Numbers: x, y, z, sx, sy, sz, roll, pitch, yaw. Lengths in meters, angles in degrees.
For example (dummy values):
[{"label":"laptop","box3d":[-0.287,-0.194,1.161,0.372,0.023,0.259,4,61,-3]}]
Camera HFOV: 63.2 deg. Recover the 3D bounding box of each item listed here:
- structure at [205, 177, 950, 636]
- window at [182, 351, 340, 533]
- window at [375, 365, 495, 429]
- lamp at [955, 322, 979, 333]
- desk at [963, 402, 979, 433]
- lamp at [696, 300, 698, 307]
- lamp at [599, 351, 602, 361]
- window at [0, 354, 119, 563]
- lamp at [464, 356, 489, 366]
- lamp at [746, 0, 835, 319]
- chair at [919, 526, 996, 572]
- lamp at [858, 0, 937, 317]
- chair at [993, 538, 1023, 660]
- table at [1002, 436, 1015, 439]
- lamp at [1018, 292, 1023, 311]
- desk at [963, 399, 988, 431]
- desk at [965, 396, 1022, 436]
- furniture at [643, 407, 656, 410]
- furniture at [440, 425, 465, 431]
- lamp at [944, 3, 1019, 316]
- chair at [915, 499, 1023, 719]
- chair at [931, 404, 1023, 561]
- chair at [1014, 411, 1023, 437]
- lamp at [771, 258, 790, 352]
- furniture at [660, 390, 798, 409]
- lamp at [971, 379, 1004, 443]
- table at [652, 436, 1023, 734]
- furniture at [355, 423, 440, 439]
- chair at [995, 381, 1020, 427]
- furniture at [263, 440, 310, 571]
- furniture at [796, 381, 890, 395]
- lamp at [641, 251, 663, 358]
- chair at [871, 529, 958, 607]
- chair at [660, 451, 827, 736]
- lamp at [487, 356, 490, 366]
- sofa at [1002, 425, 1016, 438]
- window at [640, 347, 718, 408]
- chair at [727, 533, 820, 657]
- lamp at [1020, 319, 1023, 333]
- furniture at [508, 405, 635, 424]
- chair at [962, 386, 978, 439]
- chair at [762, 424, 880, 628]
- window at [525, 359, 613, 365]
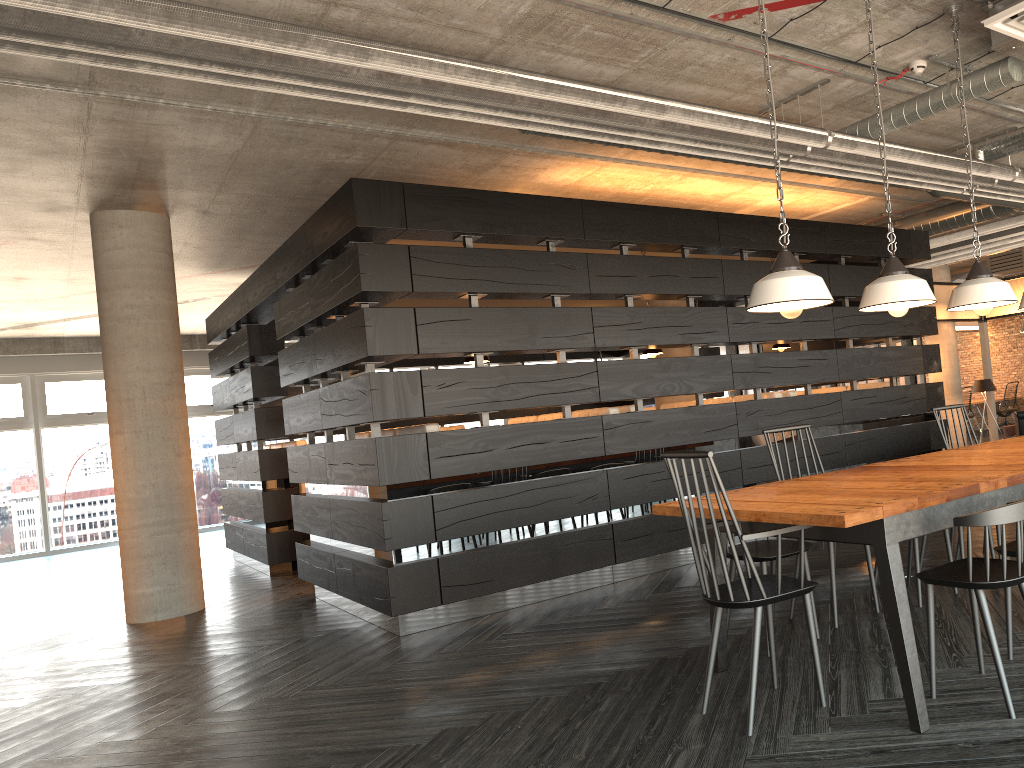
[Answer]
[{"label":"structure","box3d":[0.513,0.215,8.984,6.340,2.739,5.235,-4,-3,-32]},{"label":"window","box3d":[-4.162,0.870,13.870,2.880,2.873,0.212,-4,-1,-35]},{"label":"window","box3d":[-1.492,0.695,15.713,2.880,2.873,0.212,-4,-1,-35]},{"label":"lamp","box3d":[9.110,-1.502,17.893,3.947,0.857,0.258,-4,-2,-35]},{"label":"desk","box3d":[8.823,0.811,17.109,1.901,0.720,0.688,-4,-2,-34]},{"label":"lamp","box3d":[2.246,-1.239,10.229,0.504,1.502,0.386,-5,-1,-25]},{"label":"lamp","box3d":[1.203,-0.563,11.398,0.193,1.049,0.195,-6,-1,5]},{"label":"window","box3d":[-6.833,1.045,12.027,2.880,2.873,0.212,-4,-1,-35]},{"label":"lamp","box3d":[-0.323,-0.657,6.513,0.224,1.049,0.164,-5,-1,-40]},{"label":"lamp","box3d":[1.051,-1.128,3.379,0.357,1.736,0.375,-6,-1,9]},{"label":"chair","box3d":[2.689,0.815,5.083,0.433,0.725,0.397,-5,-1,-32]},{"label":"lamp","box3d":[1.689,-1.170,3.820,0.423,1.736,0.309,-5,-1,-44]},{"label":"chair","box3d":[2.284,0.775,3.484,0.433,0.725,0.397,-5,-1,-32]},{"label":"table","box3d":[6.811,0.873,10.918,0.825,0.371,0.604,-4,-3,-37]},{"label":"lamp","box3d":[2.964,-1.253,4.700,0.400,1.736,0.332,-5,-1,-14]},{"label":"desk","box3d":[10.051,0.773,18.789,1.901,0.720,0.688,-4,-2,-34]},{"label":"desk","box3d":[10.386,0.708,18.188,1.901,0.720,0.688,-4,-2,-34]},{"label":"furniture","box3d":[1.886,0.966,11.758,0.673,1.259,1.618,-5,-2,-30]},{"label":"furniture","box3d":[-0.981,1.154,9.779,1.239,1.259,1.617,-5,-2,-31]},{"label":"lamp","box3d":[2.327,-1.212,4.260,0.411,1.736,0.321,-5,-1,-22]},{"label":"chair","box3d":[1.782,0.803,3.147,0.433,0.737,0.381,-5,-1,-32]},{"label":"chair","box3d":[3.100,0.639,5.463,0.530,1.032,0.419,-5,-1,-33]},{"label":"chair","box3d":[6.133,0.659,9.515,0.679,0.795,1.123,-6,-2,25]},{"label":"lamp","box3d":[2.747,-0.859,8.632,0.224,1.049,0.164,-5,-1,-40]},{"label":"furniture","box3d":[2.137,0.758,8.164,1.239,1.259,1.609,-5,-2,-31]},{"label":"lamp","box3d":[7.339,0.496,12.492,0.788,1.178,0.587,-6,-1,15]},{"label":"table","box3d":[2.657,0.749,4.357,4.336,0.791,1.025,-4,-3,-34]},{"label":"furniture","box3d":[-0.705,0.945,6.202,0.688,1.259,1.610,-5,-2,-30]},{"label":"chair","box3d":[10.567,0.502,17.885,0.800,1.062,0.599,-5,-1,-33]},{"label":"furniture","box3d":[-2.229,1.235,8.918,0.673,1.259,1.618,-5,-2,-30]},{"label":"furniture","box3d":[3.398,0.676,9.034,0.686,1.259,1.610,-5,-2,-30]},{"label":"lamp","box3d":[1.238,-0.760,7.590,0.220,1.049,0.168,-5,-1,-25]},{"label":"chair","box3d":[2.247,0.835,4.696,0.433,0.737,0.381,-5,-1,-32]},{"label":"chair","box3d":[0.916,0.745,3.211,0.562,1.032,0.396,-5,-1,-28]},{"label":"lamp","box3d":[-0.306,-0.464,10.357,0.178,1.049,0.210,-6,-1,21]},{"label":"sofa","box3d":[7.684,0.686,11.545,0.780,0.637,1.386,-5,-3,-31]},{"label":"window","box3d":[3.853,0.344,19.403,2.880,2.873,0.212,-4,-1,-35]},{"label":"chair","box3d":[1.250,0.905,4.100,0.433,0.737,0.381,-5,-1,-32]},{"label":"lamp","box3d":[9.438,-1.711,15.193,0.409,1.502,0.481,-6,-1,21]},{"label":"furniture","box3d":[0.536,0.863,7.059,1.239,1.259,1.609,-5,-2,-31]},{"label":"chair","box3d":[8.985,0.606,16.793,0.800,1.062,0.599,-5,-1,-33]},{"label":"chair","box3d":[1.681,0.732,4.484,0.530,1.032,0.419,-5,-1,-33]},{"label":"window","box3d":[1.178,0.520,17.556,2.880,2.873,0.212,-4,-1,-35]}]
